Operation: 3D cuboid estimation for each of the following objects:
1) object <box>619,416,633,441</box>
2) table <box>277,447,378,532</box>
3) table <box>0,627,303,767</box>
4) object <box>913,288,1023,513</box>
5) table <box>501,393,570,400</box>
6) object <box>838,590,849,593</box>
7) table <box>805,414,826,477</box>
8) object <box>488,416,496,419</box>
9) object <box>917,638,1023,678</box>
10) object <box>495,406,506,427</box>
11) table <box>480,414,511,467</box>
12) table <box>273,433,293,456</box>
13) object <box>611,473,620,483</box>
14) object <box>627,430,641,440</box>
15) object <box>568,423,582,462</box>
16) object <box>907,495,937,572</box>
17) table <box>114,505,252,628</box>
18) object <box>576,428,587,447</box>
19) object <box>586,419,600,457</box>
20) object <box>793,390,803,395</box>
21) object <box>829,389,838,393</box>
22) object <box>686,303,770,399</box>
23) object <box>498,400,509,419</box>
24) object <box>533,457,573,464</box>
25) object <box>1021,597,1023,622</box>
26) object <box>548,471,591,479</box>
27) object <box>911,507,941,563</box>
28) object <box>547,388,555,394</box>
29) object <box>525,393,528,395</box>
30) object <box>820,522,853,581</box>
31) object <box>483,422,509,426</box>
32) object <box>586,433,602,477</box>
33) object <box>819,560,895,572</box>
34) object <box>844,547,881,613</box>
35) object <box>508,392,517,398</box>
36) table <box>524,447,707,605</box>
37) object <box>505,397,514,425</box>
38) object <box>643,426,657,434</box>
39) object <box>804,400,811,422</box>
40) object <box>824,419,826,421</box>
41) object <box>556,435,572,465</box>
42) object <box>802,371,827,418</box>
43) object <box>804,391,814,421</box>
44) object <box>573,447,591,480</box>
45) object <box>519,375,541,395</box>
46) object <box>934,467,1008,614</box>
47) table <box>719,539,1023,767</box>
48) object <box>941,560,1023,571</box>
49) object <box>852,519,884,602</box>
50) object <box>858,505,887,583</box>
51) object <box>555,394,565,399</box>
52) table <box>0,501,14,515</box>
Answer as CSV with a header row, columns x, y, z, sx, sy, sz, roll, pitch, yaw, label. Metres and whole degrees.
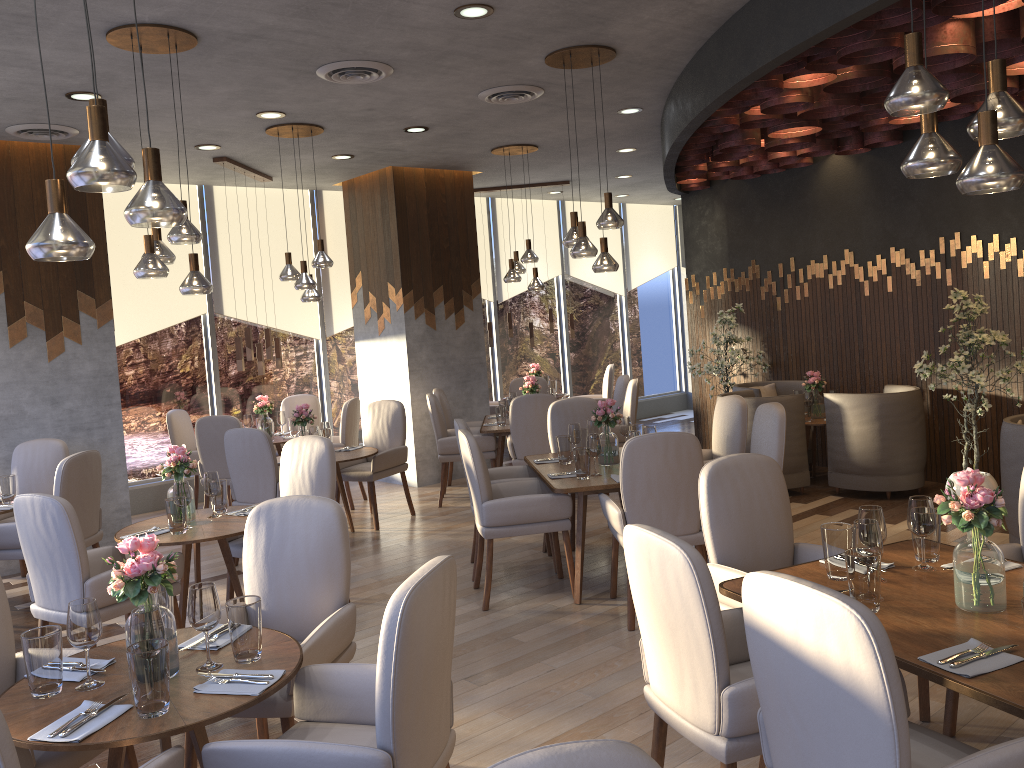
x,y,z,sx,sy,sz,roll,pitch,yaw,label
0.762,0.342,5.921,0.092,0.244,0.092,-2,3,36,object
-1.443,0.886,6.949,0.833,0.661,0.836,-3,4,24,table
-1.007,1.171,2.572,0.835,0.661,0.833,-7,5,-41,table
3.318,0.105,6.330,0.789,1.614,0.747,-5,3,-14,object
0.301,0.487,10.699,0.833,0.661,0.835,-1,5,41,table
0.950,0.668,2.782,0.255,0.019,0.157,-6,4,-24,object
2.690,0.575,7.777,0.833,0.561,0.835,-1,5,43,table
-0.112,0.318,8.688,0.255,0.019,0.158,-4,4,2,object
1.182,0.689,2.258,0.255,0.019,0.157,-6,4,-24,object
-0.097,0.290,7.952,0.102,0.178,0.102,-4,3,8,object
0.228,0.661,8.357,0.964,0.665,1.309,-4,4,1,table
-2.283,0.846,8.360,0.834,0.661,0.834,-5,4,-20,table
0.651,0.526,5.050,0.157,0.019,0.255,-5,4,-5,object
0.724,0.397,5.190,0.092,0.244,0.092,-5,3,-25,object
0.412,0.379,5.757,0.092,0.244,0.092,-4,3,12,object
1.392,0.507,3.007,0.092,0.244,0.092,-5,3,-20,object
-1.619,1.063,4.690,0.833,0.661,0.835,-4,3,10,table
0.467,0.392,5.977,0.102,0.178,0.102,-4,3,7,object
0.544,0.359,5.901,0.092,0.244,0.092,-3,3,16,object
2.540,0.176,7.856,0.092,0.244,0.092,-3,3,27,object
2.785,0.172,7.661,0.092,0.244,0.092,-4,3,0,object
2.140,0.004,8.903,0.747,1.614,0.788,-6,3,-34,object
-0.073,0.247,8.524,0.102,0.178,0.102,-4,3,8,object
0.272,0.496,5.837,0.255,0.019,0.157,-5,4,-7,object
1.287,0.611,2.131,0.102,0.178,0.102,-5,3,-18,object
0.342,0.532,5.269,0.255,0.019,0.157,-5,4,-7,object
1.449,0.528,3.103,0.102,0.178,0.102,-3,3,23,object
0.386,0.169,8.688,0.092,0.244,0.092,-7,4,-44,object
0.168,0.184,8.704,0.092,0.244,0.092,-5,3,-20,object
1.094,0.564,2.974,0.102,0.178,0.102,-5,3,-20,object
-0.136,0.361,8.116,0.255,0.019,0.158,-4,4,2,object
0.482,0.415,5.189,0.092,0.244,0.092,-5,3,-27,object
1.219,0.626,3.093,0.157,0.019,0.255,-6,5,-26,object
1.055,0.590,2.654,0.102,0.178,0.102,-5,3,-18,object
0.014,0.203,8.585,0.092,0.244,0.092,-3,3,27,object
0.653,0.832,5.564,0.965,0.665,1.309,-5,4,-7,table
-0.010,0.247,8.013,0.092,0.244,0.092,-6,3,-40,object
0.839,0.377,5.352,0.092,0.244,0.092,-2,3,42,object
2.502,0.233,7.555,0.102,0.178,0.102,-4,3,8,object
2.752,0.299,7.505,0.157,0.019,0.255,-6,4,-19,object
0.336,0.423,5.683,0.102,0.178,0.102,-4,3,9,object
2.658,0.088,7.769,0.210,0.415,0.198,-3,3,27,object
2.561,0.190,7.643,0.092,0.244,0.092,-3,3,24,object
0.406,0.459,5.114,0.102,0.178,0.102,-4,3,9,object
0.188,0.125,8.363,0.210,0.415,0.198,-3,3,27,object
1.362,0.455,2.618,0.210,0.415,0.198,-6,3,-28,object
1.402,0.990,2.624,0.966,0.665,1.308,-6,4,-23,table
1.563,0.609,2.979,0.255,0.019,0.157,-6,4,-23,object
1.105,0.546,2.749,0.092,0.244,0.092,-4,3,-5,object
1.189,0.527,2.924,0.092,0.244,0.092,-5,3,-24,object
0.480,0.190,8.749,0.102,0.178,0.102,-3,3,30,object
-3.475,1.128,5.665,0.833,0.661,0.835,-2,4,36,table
